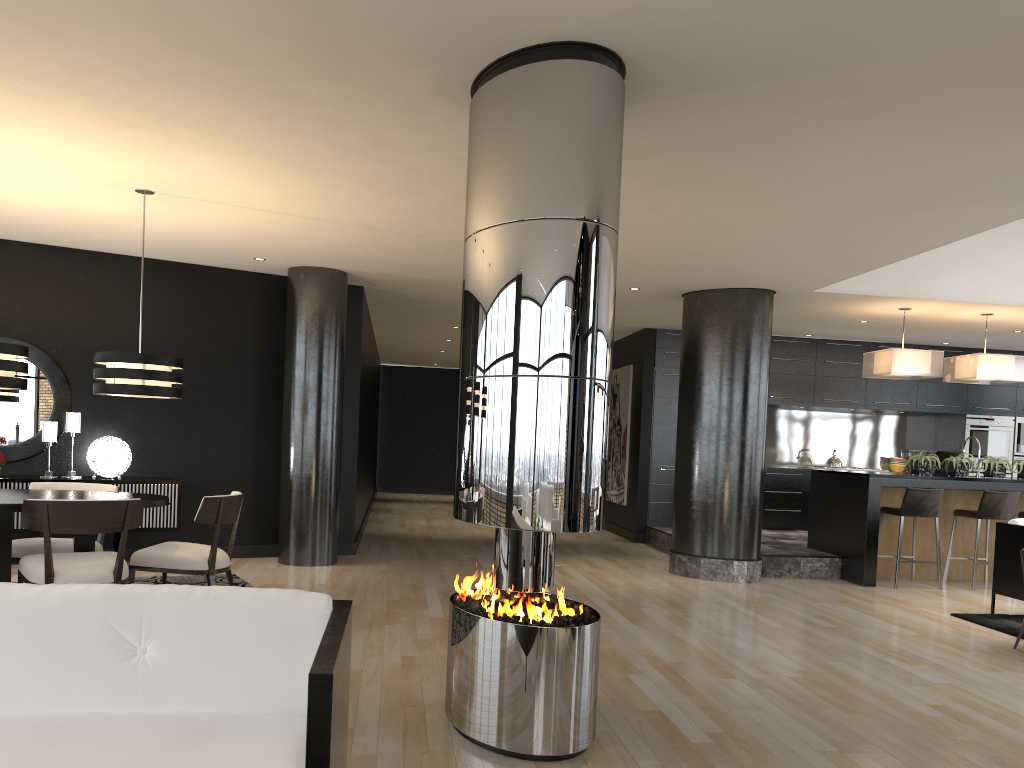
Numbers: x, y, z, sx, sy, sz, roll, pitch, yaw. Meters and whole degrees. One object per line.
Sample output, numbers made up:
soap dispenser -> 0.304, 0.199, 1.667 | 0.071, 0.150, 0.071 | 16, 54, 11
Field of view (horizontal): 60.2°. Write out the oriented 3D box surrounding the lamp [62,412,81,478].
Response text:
lamp -> -3.719, 0.515, 7.471 | 0.132, 0.551, 0.124 | 3, 2, 23

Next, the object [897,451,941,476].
object -> 4.010, 0.779, 8.721 | 0.406, 0.239, 0.398 | 2, -2, 17

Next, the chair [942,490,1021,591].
chair -> 4.609, 1.509, 8.620 | 0.476, 0.964, 0.518 | 2, 1, -7

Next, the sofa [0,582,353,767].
sofa -> -1.434, 0.905, 2.053 | 2.033, 0.804, 0.838 | 3, -1, -7

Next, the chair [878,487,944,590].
chair -> 3.829, 1.469, 8.517 | 0.476, 0.964, 0.518 | 2, 1, -7

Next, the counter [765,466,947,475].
counter -> 4.547, 1.183, 11.960 | 2.862, 0.034, 0.731 | 3, -4, -8

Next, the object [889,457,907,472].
object -> 5.361, 1.123, 12.267 | 0.205, 0.205, 0.185 | 3, -1, -6

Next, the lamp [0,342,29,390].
lamp -> -3.168, -0.645, 5.248 | 0.536, 1.330, 0.534 | 2, 1, -31

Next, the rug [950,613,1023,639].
rug -> 5.132, 1.834, 5.949 | 3.034, 0.011, 2.484 | 3, -4, -6

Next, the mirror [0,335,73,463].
mirror -> -4.284, 0.128, 7.405 | 1.078, 1.079, 0.025 | 3, 1, -30

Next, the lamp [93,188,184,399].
lamp -> -2.387, -0.583, 5.692 | 0.536, 1.330, 0.534 | 2, 1, -31

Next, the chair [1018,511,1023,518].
chair -> 5.301, 1.545, 8.712 | 0.476, 0.964, 0.518 | 2, 1, -7

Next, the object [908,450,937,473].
object -> 5.732, 1.084, 12.338 | 0.365, 0.316, 0.113 | 3, 1, -7

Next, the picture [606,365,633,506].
picture -> 1.492, 0.717, 12.302 | 0.077, 1.875, 1.154 | 2, 0, -7

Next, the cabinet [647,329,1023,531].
cabinet -> 4.571, 0.726, 11.921 | 5.730, 2.530, 0.726 | 3, 1, -8

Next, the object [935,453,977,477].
object -> 4.419, 0.799, 8.750 | 0.397, 0.239, 0.407 | 2, -2, 17

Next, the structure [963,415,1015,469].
structure -> 6.387, 0.778, 11.832 | 0.701, 0.708, 0.085 | 3, 2, -8

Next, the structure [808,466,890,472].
structure -> 4.550, 1.159, 11.940 | 0.901, 0.066, 0.521 | 3, -4, -7

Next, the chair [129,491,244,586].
chair -> -2.121, 1.119, 5.865 | 0.616, 0.807, 0.642 | 2, 0, -1

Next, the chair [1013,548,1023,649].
chair -> 3.645, 1.416, 5.589 | 0.684, 0.675, 0.805 | 3, -1, -7

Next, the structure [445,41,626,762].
structure -> 0.081, 0.112, 3.767 | 0.587, 2.745, 0.889 | 2, 1, -20

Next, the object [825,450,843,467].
object -> 4.318, 0.994, 11.825 | 0.221, 0.230, 0.221 | 3, -1, -15

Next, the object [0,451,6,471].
object -> -3.171, 0.522, 5.296 | 0.238, 0.298, 0.228 | 3, 0, -28

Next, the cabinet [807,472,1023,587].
cabinet -> 4.806, 1.509, 9.109 | 3.116, 1.039, 1.179 | 3, -1, -7

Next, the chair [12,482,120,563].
chair -> -3.069, 1.087, 6.002 | 0.643, 0.807, 0.616 | 2, 0, -1

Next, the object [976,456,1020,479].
object -> 4.852, 0.831, 8.782 | 0.406, 0.217, 0.398 | 2, -3, 17

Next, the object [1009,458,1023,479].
object -> 5.226, 0.839, 8.833 | 0.406, 0.239, 0.398 | 2, -2, 17

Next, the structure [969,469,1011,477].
structure -> 6.356, 1.500, 11.855 | 0.701, 0.708, 0.085 | 3, 2, -8

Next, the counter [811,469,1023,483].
counter -> 4.829, 0.974, 9.092 | 3.116, 0.032, 1.180 | 3, -4, -7

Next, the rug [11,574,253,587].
rug -> -3.273, 1.432, 5.324 | 3.729, 0.011, 2.715 | 5, -4, -30

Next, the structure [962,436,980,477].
structure -> 4.787, 1.064, 9.387 | 2.778, 1.020, 0.655 | 3, 0, -8

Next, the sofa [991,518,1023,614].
sofa -> 4.953, 1.488, 6.856 | 2.033, 0.804, 0.838 | 3, -1, -7

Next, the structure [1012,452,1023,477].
structure -> 7.078, 1.160, 11.928 | 0.678, 0.446, 0.070 | 3, 2, -8

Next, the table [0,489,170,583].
table -> -3.196, 1.056, 5.330 | 2.110, 0.769, 1.208 | 4, -3, -28

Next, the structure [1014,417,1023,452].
structure -> 7.098, 0.696, 11.913 | 0.676, 0.475, 0.026 | 3, 2, -8

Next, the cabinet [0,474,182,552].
cabinet -> -3.974, 1.151, 7.308 | 2.241, 0.767, 0.609 | 4, -1, -30

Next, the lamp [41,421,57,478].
lamp -> -3.843, 0.543, 7.333 | 0.125, 0.466, 0.132 | 2, 1, -7

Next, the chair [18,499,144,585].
chair -> -2.540, 1.056, 5.170 | 0.644, 0.807, 0.615 | 3, 0, -37
